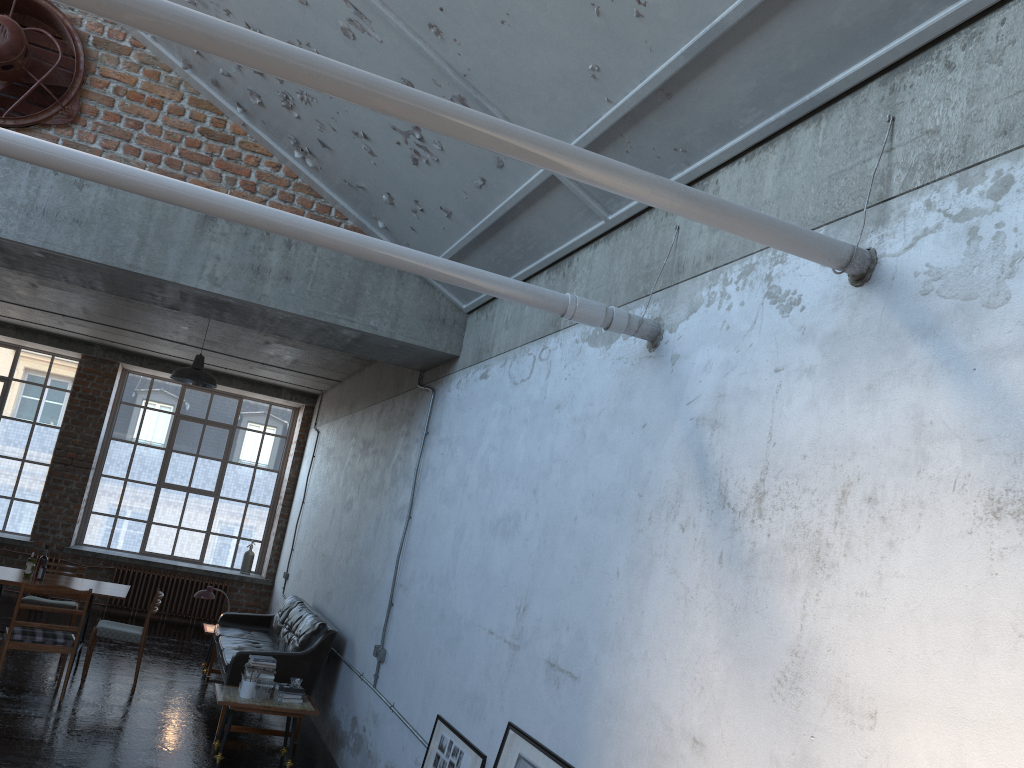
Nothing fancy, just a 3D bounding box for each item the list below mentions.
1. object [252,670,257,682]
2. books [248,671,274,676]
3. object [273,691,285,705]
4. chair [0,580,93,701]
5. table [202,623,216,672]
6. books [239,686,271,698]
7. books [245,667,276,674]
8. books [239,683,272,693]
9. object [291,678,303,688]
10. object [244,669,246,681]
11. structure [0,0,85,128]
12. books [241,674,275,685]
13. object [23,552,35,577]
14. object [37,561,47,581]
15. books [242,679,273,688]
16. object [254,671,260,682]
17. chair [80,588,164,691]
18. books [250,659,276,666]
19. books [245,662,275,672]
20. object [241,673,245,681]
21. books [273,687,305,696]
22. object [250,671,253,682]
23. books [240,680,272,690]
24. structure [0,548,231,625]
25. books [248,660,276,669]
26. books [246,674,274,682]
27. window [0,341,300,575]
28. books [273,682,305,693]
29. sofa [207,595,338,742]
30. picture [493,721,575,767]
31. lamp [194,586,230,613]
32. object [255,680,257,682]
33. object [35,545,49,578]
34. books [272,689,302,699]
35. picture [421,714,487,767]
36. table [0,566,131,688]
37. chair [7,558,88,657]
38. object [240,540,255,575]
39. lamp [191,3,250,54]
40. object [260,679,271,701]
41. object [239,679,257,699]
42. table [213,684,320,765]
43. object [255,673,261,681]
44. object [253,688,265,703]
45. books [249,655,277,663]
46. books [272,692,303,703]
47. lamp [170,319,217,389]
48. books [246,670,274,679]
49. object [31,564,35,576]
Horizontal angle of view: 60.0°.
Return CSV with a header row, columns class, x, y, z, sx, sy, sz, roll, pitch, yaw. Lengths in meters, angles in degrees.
class,x,y,z,sx,sy,sz,roll,pitch,yaw
object,-2.156,2.485,7.364,0.023,0.204,0.037,7,-11,20
books,-2.135,2.446,7.531,0.205,0.022,0.155,15,-11,-24
object,-1.917,2.578,7.277,0.092,0.099,0.092,20,-14,-41
chair,-4.249,2.294,7.999,0.573,1.028,0.509,16,-12,-29
table,-3.330,3.210,10.633,0.811,0.458,0.649,14,-11,-19
books,-2.175,2.598,7.487,0.248,0.043,0.192,14,-11,-19
books,-2.136,2.425,7.534,0.244,0.019,0.174,14,-11,-19
books,-2.167,2.567,7.493,0.249,0.023,0.175,15,-11,-23
object,-1.840,2.545,7.548,0.103,0.068,0.103,1,-14,43
object,-2.211,2.469,7.337,0.046,0.202,0.023,8,-11,17
structure,-3.501,-2.288,6.161,1.058,1.096,0.808,14,-11,-19
books,-2.153,2.510,7.522,0.245,0.028,0.193,15,-11,-24
object,-4.751,1.780,8.745,0.070,0.235,0.041,14,-11,-19
object,-4.607,1.830,8.700,0.097,0.180,0.051,1,-14,42
books,-2.156,2.530,7.518,0.255,0.014,0.192,14,-11,-16
object,-2.133,2.468,7.355,0.052,0.185,0.009,14,-11,-17
chair,-3.939,2.550,8.980,0.577,0.971,0.589,14,-11,-19
books,-2.120,2.363,7.547,0.205,0.020,0.155,14,-11,-19
books,-2.140,2.402,7.535,0.231,0.023,0.162,11,-10,-3
object,-2.194,2.480,7.327,0.137,0.190,0.009,14,-11,-16
books,-1.898,2.612,7.550,0.243,0.024,0.175,15,-11,-23
object,-2.175,2.472,7.365,0.009,0.167,0.061,12,-10,-7
books,-2.163,2.545,7.497,0.249,0.023,0.175,14,-11,-18
structure,-6.881,2.849,12.998,5.349,0.713,0.232,14,-11,-19
books,-2.126,2.385,7.553,0.209,0.023,0.167,15,-11,-25
books,-2.141,2.487,7.525,0.221,0.023,0.147,14,-11,-20
window,-3.373,3.683,15.483,19.864,12.900,0.747,14,-11,-19
books,-1.899,2.584,7.546,0.225,0.029,0.179,16,-11,-27
sofa,-2.548,2.767,9.123,0.929,1.045,2.610,14,-11,-19
picture,-0.025,2.185,3.763,0.233,1.215,1.095,14,-11,-19
lamp,-3.569,2.671,10.585,0.496,0.492,0.220,16,-11,-27
object,-2.147,2.501,7.316,0.068,0.159,0.009,12,-10,-6
object,-4.665,1.766,8.822,0.075,0.324,0.075,10,-10,6
books,-1.913,2.632,7.540,0.166,0.024,0.227,19,-13,-39
picture,-0.438,2.438,4.898,0.135,0.994,0.889,14,-11,-19
table,-5.435,2.201,8.483,3.112,0.917,1.067,14,-11,-19
chair,-5.138,2.481,9.845,0.589,0.971,0.577,14,-11,-19
object,-4.297,2.826,14.481,0.172,0.551,0.172,6,-11,25
lamp,-2.005,-1.916,3.313,0.945,2.025,5.320,11,-10,-1
object,-2.053,2.536,7.342,0.087,0.155,0.087,1,-14,43
object,-2.178,2.518,7.314,0.110,0.137,0.110,14,-11,-19
table,-2.101,2.847,7.382,0.811,0.458,0.649,14,-11,-19
object,-2.130,2.474,7.342,0.062,0.169,0.009,14,-11,-19
object,-2.067,2.540,7.225,0.092,0.099,0.092,20,-14,-41
books,-2.124,2.342,7.558,0.201,0.024,0.159,16,-12,-29
books,-1.909,2.661,7.533,0.179,0.034,0.243,18,-13,-35
lamp,-3.373,-0.443,9.700,0.502,0.891,0.502,13,-11,-15
books,-2.139,2.468,7.534,0.224,0.021,0.158,14,-11,-19
object,-4.803,1.825,8.844,0.077,0.173,0.077,17,-12,-33
